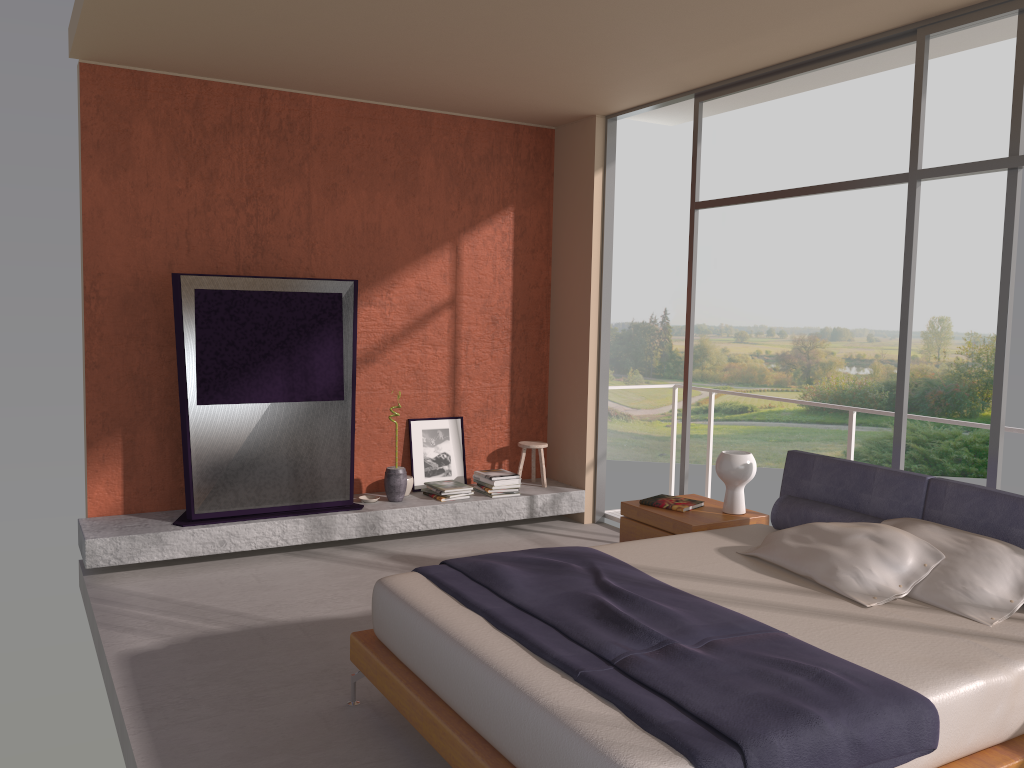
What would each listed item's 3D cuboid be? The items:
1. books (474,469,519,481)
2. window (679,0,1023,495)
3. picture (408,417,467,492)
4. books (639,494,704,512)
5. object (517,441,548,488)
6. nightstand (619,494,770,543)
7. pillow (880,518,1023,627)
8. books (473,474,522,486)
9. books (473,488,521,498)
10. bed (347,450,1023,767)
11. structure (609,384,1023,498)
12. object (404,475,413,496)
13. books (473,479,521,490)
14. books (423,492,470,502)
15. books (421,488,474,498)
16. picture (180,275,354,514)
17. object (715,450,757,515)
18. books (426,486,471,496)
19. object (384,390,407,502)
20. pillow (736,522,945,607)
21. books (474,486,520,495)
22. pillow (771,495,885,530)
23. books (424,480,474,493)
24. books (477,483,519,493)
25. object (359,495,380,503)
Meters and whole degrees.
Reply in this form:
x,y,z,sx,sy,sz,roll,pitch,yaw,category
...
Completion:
x,y,z,sx,sy,sz,roll,pitch,yaw,category
-0.117,0.695,6.796,0.247,0.025,0.287,-2,6,-30,books
2.703,-0.123,3.461,0.075,3.133,6.106,-2,6,-30,window
-0.573,0.539,6.875,0.458,0.550,0.117,-2,6,-30,picture
0.926,0.689,5.132,0.287,0.025,0.247,5,6,41,books
0.176,0.644,7.113,0.260,0.349,0.257,4,6,29,object
1.030,0.987,5.091,0.562,0.556,0.628,-2,6,-30,nightstand
1.728,0.744,3.629,0.400,0.265,0.791,-1,5,-27,pillow
-0.115,0.727,6.793,0.247,0.038,0.319,-2,6,-32,books
-0.117,0.826,6.801,0.247,0.018,0.328,-1,5,-28,books
0.860,0.926,3.481,2.462,0.959,2.017,-2,6,-30,bed
2.934,0.832,3.910,0.728,1.005,7.689,-2,6,-30,structure
-0.828,0.764,6.633,0.179,0.137,0.180,0,5,-17,object
-0.115,0.759,6.796,0.247,0.027,0.328,-1,5,-28,books
-0.489,0.828,6.620,0.247,0.025,0.287,-2,6,-33,books
-0.481,0.804,6.632,0.328,0.018,0.247,6,7,45,books
-1.573,0.058,5.836,1.129,1.496,0.126,-2,6,-30,picture
1.250,0.551,4.964,0.224,0.338,0.224,0,5,-18,object
-0.471,0.783,6.619,0.247,0.025,0.287,-1,5,-27,books
-0.837,0.446,6.400,0.165,0.810,0.165,1,5,-6,object
1.390,0.728,3.848,0.431,0.264,0.869,-1,5,-22,pillow
-0.119,0.807,6.805,0.247,0.018,0.287,-2,6,-30,books
1.767,0.726,3.966,0.205,0.201,1.470,-2,6,-30,pillow
-0.474,0.762,6.621,0.247,0.018,0.328,-2,6,-33,books
-0.110,0.788,6.780,0.247,0.025,0.287,0,5,-19,books
-1.029,0.837,6.392,0.152,0.040,0.152,2,5,5,object
